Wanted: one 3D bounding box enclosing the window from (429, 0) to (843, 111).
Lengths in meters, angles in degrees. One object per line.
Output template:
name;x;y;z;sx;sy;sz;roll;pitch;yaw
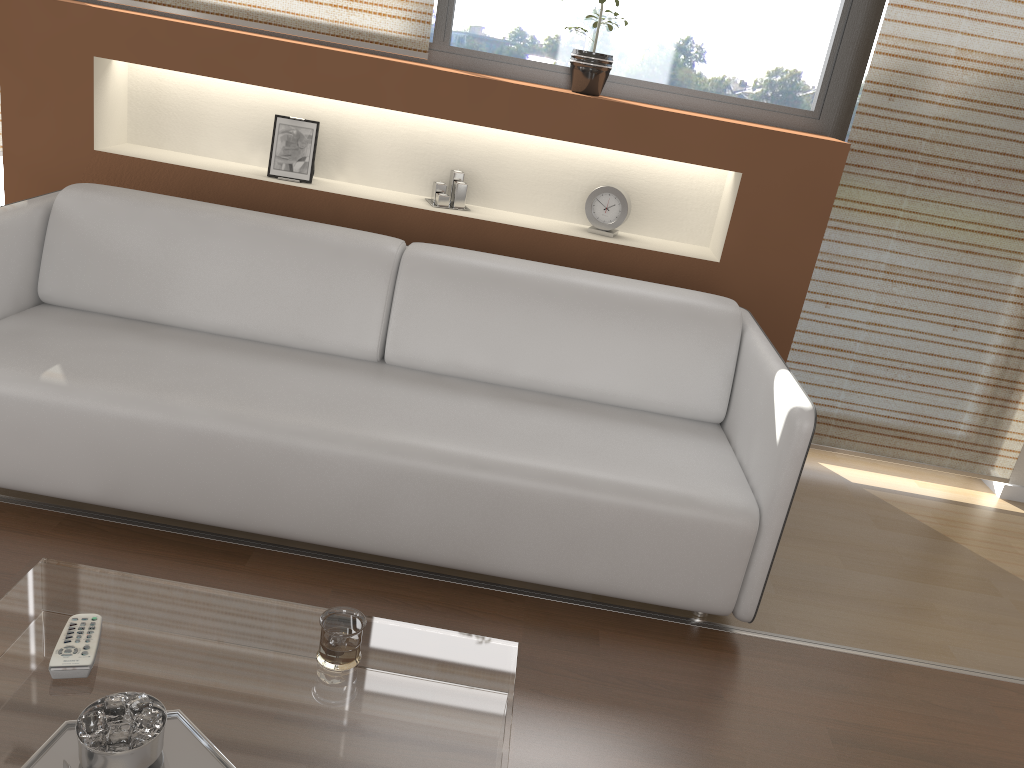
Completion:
window;-0.177;-1.685;3.098;2.817;0.986;0.010;10;21;0

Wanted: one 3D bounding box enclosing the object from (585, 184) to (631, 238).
object;0.350;-0.638;3.243;0.160;0.176;0.096;16;22;14

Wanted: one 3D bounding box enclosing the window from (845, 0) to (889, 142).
window;1.645;-0.810;3.307;0.889;2.162;0.010;10;21;0

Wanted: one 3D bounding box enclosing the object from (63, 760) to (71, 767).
object;-0.577;0.549;1.151;0.147;0.035;0.051;28;27;38

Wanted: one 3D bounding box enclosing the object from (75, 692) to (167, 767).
object;-0.549;0.492;1.247;0.117;0.079;0.118;13;21;6

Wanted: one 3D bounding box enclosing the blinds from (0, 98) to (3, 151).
blinds;-2.163;-1.669;2.941;0.980;1.635;0.001;10;21;0

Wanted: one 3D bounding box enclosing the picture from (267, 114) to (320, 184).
picture;-0.788;-0.853;3.213;0.159;0.216;0.133;8;21;-5

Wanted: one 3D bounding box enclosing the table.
table;-0.482;0.698;1.285;0.900;0.300;0.900;10;21;0

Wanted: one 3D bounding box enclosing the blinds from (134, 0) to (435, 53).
blinds;-0.907;-1.724;2.839;1.432;1.044;0.001;10;21;0

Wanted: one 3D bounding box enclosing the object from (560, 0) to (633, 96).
object;0.283;-1.219;2.976;0.268;0.477;0.342;6;21;-10

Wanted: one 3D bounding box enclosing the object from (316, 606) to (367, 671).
object;-0.293;0.436;1.520;0.079;0.077;0.079;6;21;-11

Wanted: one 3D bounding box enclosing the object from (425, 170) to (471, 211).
object;-0.227;-0.721;3.252;0.141;0.131;0.141;2;22;-21

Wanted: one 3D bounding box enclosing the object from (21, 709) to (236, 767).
object;-0.535;0.550;1.206;0.273;0.011;0.315;13;21;6

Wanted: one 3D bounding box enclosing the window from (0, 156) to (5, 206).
window;-2.189;-1.531;3.287;0.889;2.093;0.010;10;21;0

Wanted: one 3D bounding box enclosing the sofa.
sofa;-0.404;-0.028;2.563;2.238;0.661;0.919;10;21;0

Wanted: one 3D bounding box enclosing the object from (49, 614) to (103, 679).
object;-0.704;0.419;1.441;0.064;0.029;0.158;3;22;-18

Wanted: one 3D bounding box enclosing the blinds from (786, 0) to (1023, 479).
blinds;1.628;-0.721;3.050;0.980;2.200;0.001;10;21;0
